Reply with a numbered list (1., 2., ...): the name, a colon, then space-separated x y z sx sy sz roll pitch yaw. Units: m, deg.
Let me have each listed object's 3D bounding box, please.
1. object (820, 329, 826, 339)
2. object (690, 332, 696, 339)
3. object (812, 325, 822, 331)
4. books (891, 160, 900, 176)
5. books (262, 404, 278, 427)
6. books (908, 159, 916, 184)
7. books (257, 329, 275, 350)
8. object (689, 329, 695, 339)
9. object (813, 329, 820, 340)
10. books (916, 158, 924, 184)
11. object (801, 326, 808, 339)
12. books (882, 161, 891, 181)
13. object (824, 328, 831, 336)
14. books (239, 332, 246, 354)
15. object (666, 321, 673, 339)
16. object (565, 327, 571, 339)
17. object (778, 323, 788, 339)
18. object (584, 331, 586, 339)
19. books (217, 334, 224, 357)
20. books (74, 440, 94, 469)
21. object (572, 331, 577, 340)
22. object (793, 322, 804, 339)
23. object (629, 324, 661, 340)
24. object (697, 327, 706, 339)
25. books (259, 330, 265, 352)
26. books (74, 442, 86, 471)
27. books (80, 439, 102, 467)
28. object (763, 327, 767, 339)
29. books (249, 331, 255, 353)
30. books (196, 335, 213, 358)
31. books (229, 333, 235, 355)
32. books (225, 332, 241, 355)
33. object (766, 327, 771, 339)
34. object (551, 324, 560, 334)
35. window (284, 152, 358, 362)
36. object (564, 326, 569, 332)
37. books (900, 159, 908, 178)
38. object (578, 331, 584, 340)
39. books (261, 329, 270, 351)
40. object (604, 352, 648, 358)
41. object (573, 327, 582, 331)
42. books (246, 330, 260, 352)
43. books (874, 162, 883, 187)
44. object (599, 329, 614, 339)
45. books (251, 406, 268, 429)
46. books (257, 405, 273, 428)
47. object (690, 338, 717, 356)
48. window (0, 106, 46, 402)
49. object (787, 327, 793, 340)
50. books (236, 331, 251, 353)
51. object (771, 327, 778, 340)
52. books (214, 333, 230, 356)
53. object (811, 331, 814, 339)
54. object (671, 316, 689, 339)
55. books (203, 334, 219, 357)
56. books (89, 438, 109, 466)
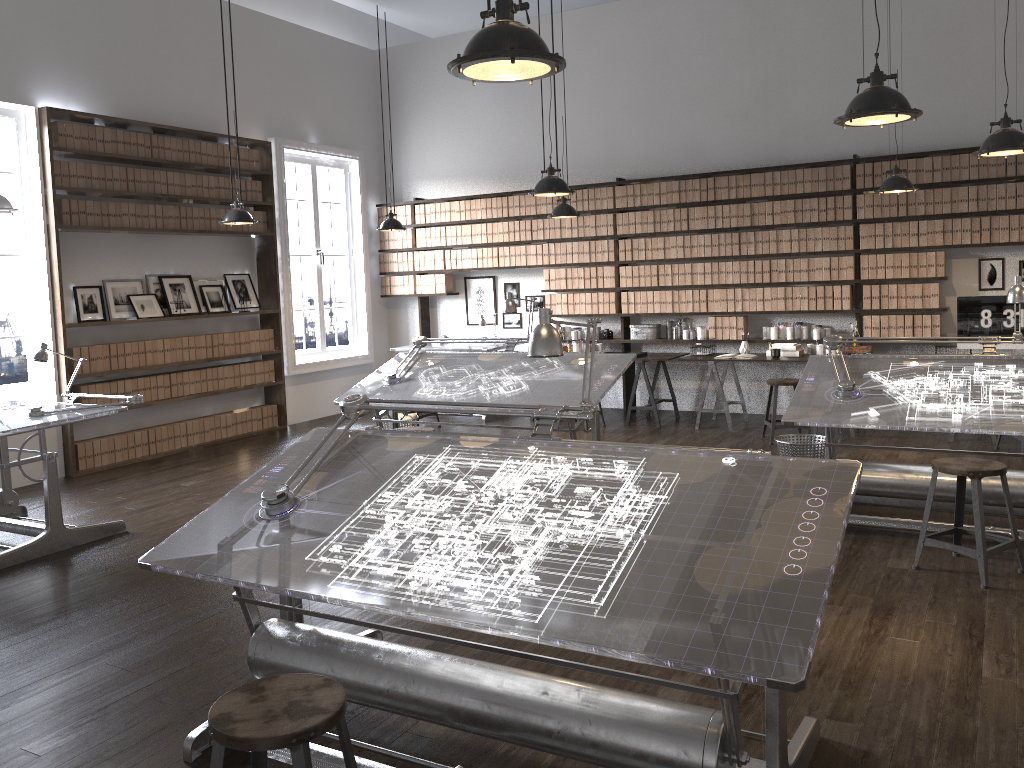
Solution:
1. object: 2.922 -0.470 8.337 0.063 0.094 0.063 -5 5 -28
2. object: 1.867 -0.500 8.987 0.062 0.093 0.181 2 7 43
3. object: 2.915 -0.498 8.463 0.094 0.129 0.095 -1 5 17
4. books: 3.443 -1.881 7.936 0.067 0.225 0.175 0 5 29
5. books: -2.574 0.334 9.395 0.174 0.225 0.067 0 5 30
6. books: 3.560 -1.877 7.863 0.067 0.225 0.175 0 5 30
7. books: -2.598 -0.466 9.348 0.174 0.225 0.067 0 5 30
8. object: 1.837 -0.507 9.022 0.062 0.093 0.063 -3 5 -8
9. object: 2.860 -0.465 8.310 0.062 0.095 0.062 -5 5 -28
10. books: 3.621 -1.876 7.834 0.067 0.225 0.175 0 5 29
11. object: 2.786 -0.487 8.441 0.062 0.119 0.062 -2 4 -2
12. books: 3.379 -1.882 7.968 0.067 0.225 0.175 0 5 30
13. object: 2.982 -0.477 8.373 0.062 0.095 0.062 -5 5 -28
14. books: -2.795 -0.416 9.000 0.174 0.225 0.067 0 5 29
15. object: 1.638 -0.561 9.201 0.079 0.187 0.079 -2 4 9
16. object: 0.615 -0.560 9.692 0.070 0.130 0.070 -4 5 -22
17. object: 2.621 -0.511 8.557 0.095 0.161 0.094 0 5 26
18. object: 0.809 -0.528 9.544 0.062 0.094 0.062 -1 5 15
19. books: -2.938 -0.382 8.760 0.174 0.225 0.067 0 5 29
20. books: -3.638 0.600 7.513 0.174 0.225 0.067 0 5 29
21. object: 0.676 -0.526 9.577 0.062 0.094 0.062 -1 5 15
22. object: 2.738 -0.509 8.503 0.094 0.161 0.206 0 6 31
23. object: 1.392 -0.544 9.241 0.317 0.152 0.193 1 7 29
24. object: 1.909 -0.510 8.917 0.095 0.127 0.094 1 6 36
25. books: -2.669 -0.449 9.234 0.174 0.225 0.067 0 5 30
26. books: -3.674 0.609 7.453 0.174 0.225 0.067 0 5 29
27. books: -3.600 0.591 7.572 0.174 0.225 0.067 0 5 30
28. object: 2.478 -0.498 8.637 0.062 0.119 0.062 -4 5 -19
29. books: -2.734 -0.432 9.114 0.174 0.225 0.067 0 5 30
30. books: -3.011 -0.364 8.630 0.174 0.225 0.067 0 5 29
31. books: -2.868 -0.400 8.883 0.174 0.225 0.067 0 5 30
32. books: -2.833 -0.408 8.944 0.174 0.225 0.067 0 5 30
33. object: 2.495 -0.491 8.572 0.063 0.117 0.063 -4 5 -19
34. object: 0.488 -0.571 9.677 0.106 0.176 0.108 0 5 31
35. window: -2.197 -1.409 10.011 0.153 2.301 1.249 0 5 29
36. object: 0.599 -0.569 9.770 0.072 0.128 0.071 -3 5 -13
37. books: 3.504 -1.879 7.901 0.067 0.225 0.175 0 5 29
38. object: 0.743 -0.526 9.555 0.062 0.093 0.063 -1 5 15
39. books: -2.636 -0.458 9.295 0.174 0.225 0.067 0 5 30
40. object: 1.092 -0.290 8.835 0.446 0.033 0.313 2 8 29
41. object: 0.718 -0.553 9.679 0.094 0.127 0.095 -5 6 -30
42. books: -2.700 -0.441 9.171 0.174 0.225 0.067 0 5 29
43. books: 3.319 -1.884 8.007 0.067 0.225 0.175 0 5 30
44. object: 0.993 -0.529 9.425 0.171 0.108 0.091 1 6 29
45. books: -2.645 0.353 9.264 0.174 0.225 0.067 0 5 30
46. books: -2.613 0.344 9.331 0.174 0.225 0.067 0 5 29
47. object: 1.867 -0.361 8.634 0.204 0.160 0.285 1 7 29
48. window: -4.244 -0.918 6.629 0.153 2.488 1.488 0 5 29
49. object: 2.649 -0.482 8.439 0.062 0.119 0.062 -2 4 -2
50. books: -2.766 -0.425 9.060 0.174 0.225 0.067 0 5 30
51. object: 2.521 -0.485 8.507 0.062 0.119 0.062 -3 5 -11
52. books: -2.899 -0.391 8.819 0.174 0.225 0.067 0 5 29
53. object: 2.862 -0.465 8.398 0.054 0.081 0.054 -1 5 20
54. object: 1.722 -0.596 9.061 0.181 0.271 0.157 -1 5 14
55. books: -2.970 -0.373 8.692 0.174 0.225 0.067 0 5 30
56. books: -3.566 0.583 7.635 0.174 0.225 0.067 0 5 29
